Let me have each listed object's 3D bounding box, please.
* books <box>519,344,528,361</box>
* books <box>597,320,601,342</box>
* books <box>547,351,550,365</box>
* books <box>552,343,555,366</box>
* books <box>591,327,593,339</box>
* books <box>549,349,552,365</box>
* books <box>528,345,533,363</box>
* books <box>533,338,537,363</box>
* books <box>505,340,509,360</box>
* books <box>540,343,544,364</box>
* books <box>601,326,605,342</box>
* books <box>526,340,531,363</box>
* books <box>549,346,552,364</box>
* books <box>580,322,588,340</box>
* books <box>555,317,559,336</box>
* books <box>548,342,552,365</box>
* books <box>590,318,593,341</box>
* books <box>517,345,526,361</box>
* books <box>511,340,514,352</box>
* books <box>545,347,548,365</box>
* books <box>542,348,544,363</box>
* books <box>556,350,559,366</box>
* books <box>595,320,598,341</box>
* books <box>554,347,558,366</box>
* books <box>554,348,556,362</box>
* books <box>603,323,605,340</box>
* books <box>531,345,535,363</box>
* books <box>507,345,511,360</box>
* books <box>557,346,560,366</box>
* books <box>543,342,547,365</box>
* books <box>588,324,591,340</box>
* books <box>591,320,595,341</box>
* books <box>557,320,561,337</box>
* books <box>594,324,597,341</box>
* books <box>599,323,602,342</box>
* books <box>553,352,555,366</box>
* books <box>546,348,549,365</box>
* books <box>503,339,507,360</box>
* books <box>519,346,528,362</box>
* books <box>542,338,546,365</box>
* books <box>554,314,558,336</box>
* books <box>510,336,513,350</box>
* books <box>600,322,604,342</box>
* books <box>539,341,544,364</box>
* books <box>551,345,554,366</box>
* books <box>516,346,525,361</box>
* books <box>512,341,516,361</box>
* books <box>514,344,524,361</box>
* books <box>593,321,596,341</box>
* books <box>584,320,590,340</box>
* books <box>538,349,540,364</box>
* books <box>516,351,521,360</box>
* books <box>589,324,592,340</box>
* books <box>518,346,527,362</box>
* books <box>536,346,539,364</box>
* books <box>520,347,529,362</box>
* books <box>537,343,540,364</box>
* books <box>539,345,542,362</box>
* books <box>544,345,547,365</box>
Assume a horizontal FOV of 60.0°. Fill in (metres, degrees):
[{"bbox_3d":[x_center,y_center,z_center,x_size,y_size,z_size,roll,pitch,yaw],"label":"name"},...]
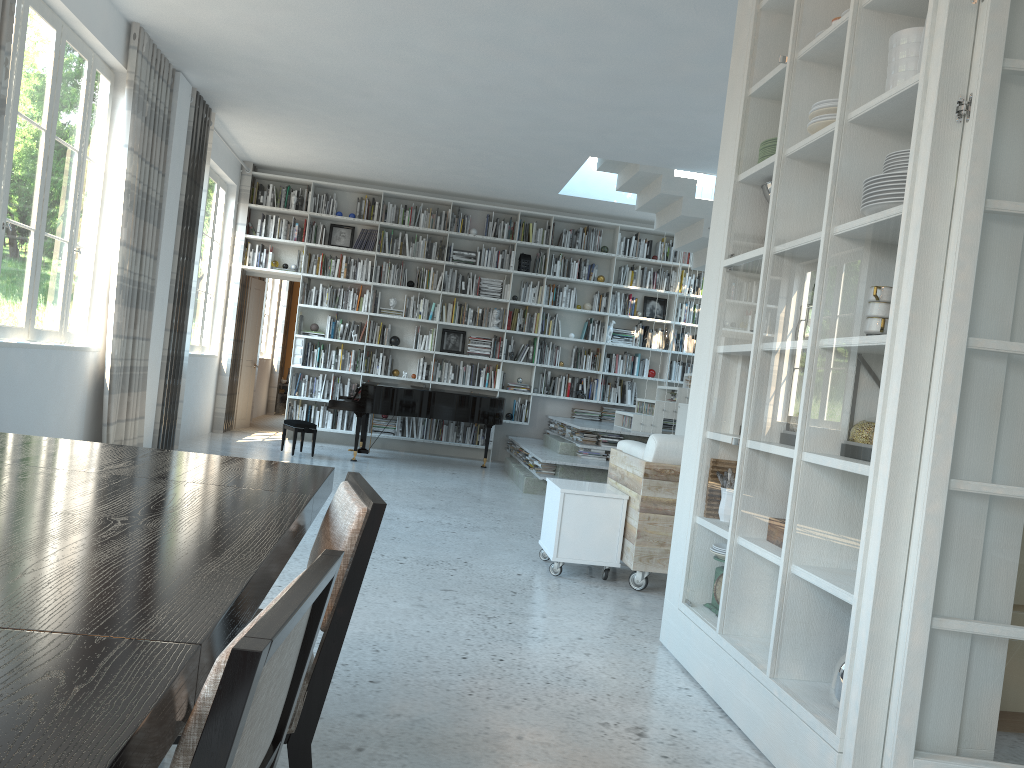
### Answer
[{"bbox_3d":[0.137,-0.390,11.144,0.094,0.238,0.149,7,1,-7],"label":"books"},{"bbox_3d":[1.088,-0.665,11.223,0.012,0.273,0.183,7,1,-7],"label":"books"},{"bbox_3d":[0.445,-0.328,11.168,0.013,0.186,0.183,7,1,-7],"label":"books"},{"bbox_3d":[0.514,-0.369,11.194,0.006,0.285,0.159,7,1,-7],"label":"books"},{"bbox_3d":[0.999,-0.654,11.241,0.007,0.230,0.146,7,1,-7],"label":"books"},{"bbox_3d":[0.477,-0.332,11.187,0.013,0.203,0.167,7,1,-7],"label":"books"},{"bbox_3d":[0.226,-0.372,11.136,0.029,0.223,0.171,7,1,-7],"label":"books"},{"bbox_3d":[0.273,-0.418,11.149,0.014,0.325,0.182,7,1,-7],"label":"books"},{"bbox_3d":[-0.070,-0.423,11.122,0.028,0.253,0.142,7,1,-7],"label":"books"},{"bbox_3d":[0.373,-0.384,11.166,0.006,0.281,0.155,7,1,-7],"label":"books"},{"bbox_3d":[1.136,-0.629,11.249,0.023,0.212,0.164,7,1,-7],"label":"books"},{"bbox_3d":[0.207,-0.406,11.154,0.013,0.286,0.138,7,1,-7],"label":"books"},{"bbox_3d":[0.470,-0.355,11.188,0.007,0.247,0.153,7,1,-7],"label":"books"},{"bbox_3d":[0.911,-0.669,11.227,0.056,0.241,0.153,7,1,-7],"label":"books"},{"bbox_3d":[0.561,-0.718,11.188,0.007,0.254,0.161,7,1,-7],"label":"books"},{"bbox_3d":[0.465,-0.381,11.167,0.014,0.297,0.175,7,1,-7],"label":"books"},{"bbox_3d":[0.994,-0.688,11.238,0.013,0.295,0.154,7,1,-7],"label":"books"},{"bbox_3d":[0.109,-0.385,11.147,0.095,0.226,0.144,7,1,-7],"label":"books"},{"bbox_3d":[-0.010,-0.422,11.133,0.012,0.266,0.157,7,1,-7],"label":"books"},{"bbox_3d":[0.424,-0.350,11.157,0.011,0.226,0.188,7,1,-7],"label":"books"},{"bbox_3d":[0.377,-0.345,11.175,0.013,0.204,0.154,7,1,-7],"label":"books"},{"bbox_3d":[0.556,-0.325,11.188,0.014,0.207,0.180,7,1,-7],"label":"books"},{"bbox_3d":[1.063,-0.669,11.242,0.032,0.274,0.154,7,1,-7],"label":"books"},{"bbox_3d":[0.543,-0.342,11.189,0.015,0.238,0.176,7,1,-7],"label":"books"},{"bbox_3d":[0.529,-0.336,11.197,0.008,0.223,0.133,7,1,-7],"label":"books"},{"bbox_3d":[1.155,-0.643,11.241,0.010,0.245,0.158,7,1,-7],"label":"books"},{"bbox_3d":[0.250,-0.371,11.151,0.021,0.226,0.148,7,1,-7],"label":"books"},{"bbox_3d":[-0.044,-0.389,11.106,0.027,0.192,0.182,7,1,-7],"label":"books"},{"bbox_3d":[0.572,-0.350,11.194,0.014,0.261,0.141,7,1,-7],"label":"books"},{"bbox_3d":[0.406,-0.381,11.162,0.005,0.284,0.159,7,1,-7],"label":"books"},{"bbox_3d":[0.968,-0.647,11.220,0.006,0.210,0.188,7,1,-7],"label":"books"},{"bbox_3d":[1.015,-0.669,11.227,0.018,0.263,0.165,7,1,-7],"label":"books"},{"bbox_3d":[0.591,-0.691,11.165,0.051,0.210,0.176,7,1,-7],"label":"books"},{"bbox_3d":[1.043,-0.646,11.225,0.012,0.224,0.178,7,1,-7],"label":"books"},{"bbox_3d":[1.109,-0.648,11.247,0.013,0.245,0.158,7,1,-7],"label":"books"},{"bbox_3d":[0.517,-0.316,11.195,0.013,0.179,0.140,7,1,-7],"label":"books"},{"bbox_3d":[0.434,-0.345,11.171,0.013,0.218,0.160,7,1,-7],"label":"books"},{"bbox_3d":[-0.095,-0.431,11.123,0.024,0.263,0.154,7,1,-7],"label":"books"},{"bbox_3d":[0.138,-0.376,11.154,0.090,0.215,0.139,7,1,-7],"label":"books"},{"bbox_3d":[0.394,-0.412,11.184,0.007,0.342,0.149,7,1,-7],"label":"books"},{"bbox_3d":[0.542,-0.737,11.178,0.013,0.287,0.158,7,1,-7],"label":"books"},{"bbox_3d":[-0.019,-0.444,11.122,0.013,0.307,0.141,7,1,-7],"label":"books"},{"bbox_3d":[1.123,-0.650,11.231,0.011,0.253,0.169,7,1,-7],"label":"books"},{"bbox_3d":[0.362,-0.392,11.166,0.018,0.295,0.177,7,1,-7],"label":"books"},{"bbox_3d":[0.495,-0.363,11.177,0.012,0.267,0.183,7,1,-7],"label":"books"},{"bbox_3d":[0.095,-0.379,11.125,0.089,0.210,0.175,7,1,-7],"label":"books"},{"bbox_3d":[0.012,-0.411,11.137,0.035,0.248,0.140,7,1,-7],"label":"books"},{"bbox_3d":[0.079,-0.390,11.118,0.095,0.228,0.190,7,1,-7],"label":"books"},{"bbox_3d":[1.031,-0.665,11.230,0.015,0.259,0.152,7,1,-7],"label":"books"},{"bbox_3d":[0.950,-0.677,11.224,0.021,0.264,0.174,7,1,-7],"label":"books"},{"bbox_3d":[0.328,-0.343,11.169,0.015,0.188,0.168,7,1,-7],"label":"books"},{"bbox_3d":[0.086,-0.386,11.138,0.088,0.220,0.138,7,1,-7],"label":"books"},{"bbox_3d":[0.978,-0.651,11.222,0.013,0.219,0.187,7,1,-7],"label":"books"},{"bbox_3d":[0.119,-0.377,11.144,0.090,0.212,0.143,7,1,-7],"label":"books"},{"bbox_3d":[0.308,-0.364,11.162,0.012,0.226,0.147,7,1,-7],"label":"books"},{"bbox_3d":[0.151,-0.369,11.145,0.091,0.205,0.169,7,1,-7],"label":"books"},{"bbox_3d":[0.322,-0.383,11.156,0.010,0.266,0.158,7,1,-7],"label":"books"},{"bbox_3d":[0.343,-0.367,11.179,0.011,0.239,0.136,7,1,-7],"label":"books"},{"bbox_3d":[0.412,-0.363,11.166,0.013,0.249,0.165,7,1,-7],"label":"books"}]
